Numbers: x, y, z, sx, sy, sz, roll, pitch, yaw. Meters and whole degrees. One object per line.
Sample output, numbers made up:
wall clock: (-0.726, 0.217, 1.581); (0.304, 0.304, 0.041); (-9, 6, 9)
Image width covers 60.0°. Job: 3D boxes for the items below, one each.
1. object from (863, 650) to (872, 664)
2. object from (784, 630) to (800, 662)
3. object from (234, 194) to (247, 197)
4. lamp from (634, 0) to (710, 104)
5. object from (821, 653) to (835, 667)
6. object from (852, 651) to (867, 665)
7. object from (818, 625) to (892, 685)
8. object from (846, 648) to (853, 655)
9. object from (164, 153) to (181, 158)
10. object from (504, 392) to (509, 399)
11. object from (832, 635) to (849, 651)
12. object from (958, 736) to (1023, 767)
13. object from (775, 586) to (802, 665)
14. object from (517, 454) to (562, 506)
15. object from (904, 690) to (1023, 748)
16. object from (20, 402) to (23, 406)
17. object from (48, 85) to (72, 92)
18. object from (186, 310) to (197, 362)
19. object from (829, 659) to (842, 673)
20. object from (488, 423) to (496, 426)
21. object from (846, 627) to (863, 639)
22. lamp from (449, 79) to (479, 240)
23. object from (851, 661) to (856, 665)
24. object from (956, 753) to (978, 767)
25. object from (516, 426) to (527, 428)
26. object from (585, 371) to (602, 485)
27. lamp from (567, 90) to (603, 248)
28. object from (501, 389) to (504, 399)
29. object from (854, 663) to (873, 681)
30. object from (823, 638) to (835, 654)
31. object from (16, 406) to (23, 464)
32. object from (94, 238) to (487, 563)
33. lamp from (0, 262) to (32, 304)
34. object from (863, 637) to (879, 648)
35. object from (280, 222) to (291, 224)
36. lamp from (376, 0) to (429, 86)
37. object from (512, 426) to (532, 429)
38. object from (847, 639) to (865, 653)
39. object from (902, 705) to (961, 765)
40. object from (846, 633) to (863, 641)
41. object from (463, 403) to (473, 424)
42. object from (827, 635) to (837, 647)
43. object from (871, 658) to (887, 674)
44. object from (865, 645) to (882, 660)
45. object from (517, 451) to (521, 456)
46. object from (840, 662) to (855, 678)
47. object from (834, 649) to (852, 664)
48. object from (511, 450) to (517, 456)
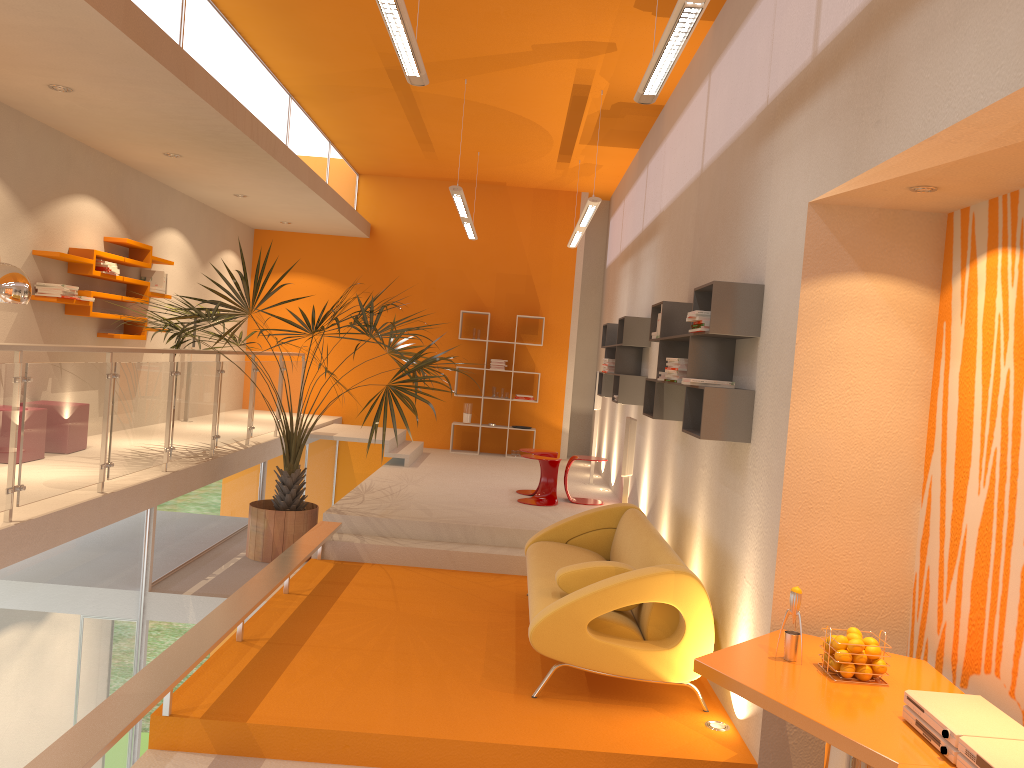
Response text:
object: (1.310, 1.016, 3.299); (0.062, 0.053, 0.051); (6, 2, 43)
object: (1.075, 1.010, 3.412); (0.060, 0.106, 0.060); (6, 2, 32)
object: (-3.021, -2.113, 9.860); (0.143, 0.059, 0.143); (4, 2, -28)
lamp: (0.751, -1.983, 3.190); (0.120, 1.052, 3.195); (5, 2, 0)
object: (1.198, 1.043, 3.351); (0.053, 0.053, 0.061); (4, 2, -10)
object: (1.270, 1.001, 3.243); (0.052, 0.053, 0.062); (5, 2, 7)
object: (1.274, 0.995, 3.301); (0.207, 0.174, 0.189); (5, 2, 0)
object: (1.235, 0.994, 3.287); (0.051, 0.053, 0.064); (6, 2, 38)
object: (-3.029, -2.059, 7.910); (0.143, 0.059, 0.143); (4, 2, -17)
object: (0.573, 2.034, 8.863); (0.190, 3.502, 7.694); (4, 2, -11)
object: (1.209, 0.955, 3.263); (0.057, 0.060, 0.052); (5, 2, 23)
object: (1.394, 1.044, 2.367); (0.262, 0.049, 0.349); (5, 2, 0)
object: (1.089, 0.920, 3.397); (0.101, 0.288, 0.088); (4, 2, -30)
object: (0.274, 0.937, 8.681); (0.391, 0.450, 0.420); (6, 2, 30)
object: (1.395, 1.034, 2.722); (0.262, 0.049, 0.349); (5, 2, 0)
object: (-3.689, 0.341, 7.141); (0.390, 0.377, 0.390); (4, 2, -5)
object: (-3.036, -2.005, 5.961); (0.143, 0.059, 0.143); (4, 2, -28)
object: (-3.742, -0.219, 10.317); (0.116, 1.317, 0.111); (5, 2, 7)
object: (1.205, 1.047, 3.291); (0.061, 0.053, 0.053); (4, 2, -12)
object: (-0.279, 0.577, 12.517); (0.105, 0.035, 0.106); (6, 2, 44)
object: (1.299, 0.953, 3.363); (0.059, 0.060, 0.050); (6, 2, 35)
lamp: (-0.450, -2.253, 9.380); (0.120, 1.052, 3.195); (5, 2, 0)
object: (1.264, 1.045, 3.286); (0.052, 0.060, 0.057); (6, 2, 41)
object: (1.395, 1.093, 2.368); (0.250, 0.049, 0.349); (5, 2, 0)
object: (0.135, 0.614, 12.576); (0.178, 0.020, 0.178); (5, 2, 17)
object: (0.958, 0.511, 10.320); (0.116, 1.317, 0.111); (5, 2, -3)
lamp: (0.775, -2.154, 9.378); (0.120, 1.052, 3.195); (5, 2, 0)
object: (-1.830, 2.331, 9.200); (0.870, 4.604, 7.392); (6, 2, 31)
object: (1.284, 1.054, 3.248); (0.064, 0.063, 0.074); (4, 2, -34)
object: (1.206, 0.993, 3.359); (0.053, 0.055, 0.060); (4, 2, -12)
object: (-3.692, 0.360, 6.465); (0.390, 0.377, 0.390); (5, 2, 0)
object: (-1.775, 0.170, 7.759); (3.098, 2.600, 3.241); (5, 2, 8)
lamp: (-3.229, -0.479, 4.182); (0.315, 2.259, 2.077); (5, 2, 23)
object: (1.338, 0.971, 3.310); (0.051, 0.053, 0.063); (3, 2, -42)
object: (-3.013, -2.166, 11.808); (0.143, 0.059, 0.143); (4, 2, -28)
lamp: (-0.474, -2.082, 3.192); (0.120, 1.052, 3.195); (5, 2, 0)
object: (0.138, 0.616, 12.572); (0.294, 0.020, 0.294); (6, 2, 39)
object: (1.254, 0.955, 3.234); (0.063, 0.051, 0.053); (4, 2, -7)
object: (1.391, 1.083, 2.723); (0.262, 0.049, 0.349); (5, 2, 0)
object: (1.271, 0.952, 3.292); (0.063, 0.053, 0.051); (6, 2, 37)
object: (-0.632, 0.418, 12.581); (0.129, 0.291, 0.129); (5, 2, 28)
object: (1.208, 0.965, 3.316); (0.053, 0.051, 0.063); (4, 2, -9)
object: (1.342, 1.032, 3.239); (0.052, 0.054, 0.061); (5, 2, 12)
object: (1.324, 0.983, 3.253); (0.061, 0.052, 0.053); (3, 2, -42)
object: (0.600, 2.523, 6.098); (0.102, 2.685, 13.193); (4, 2, -5)
object: (1.225, 1.043, 3.237); (0.052, 0.057, 0.060); (6, 2, 37)
object: (1.209, 0.995, 3.235); (0.063, 0.051, 0.053); (5, 2, 4)
object: (0.586, 2.482, 7.410); (0.129, 2.692, 10.507); (4, 2, -7)
